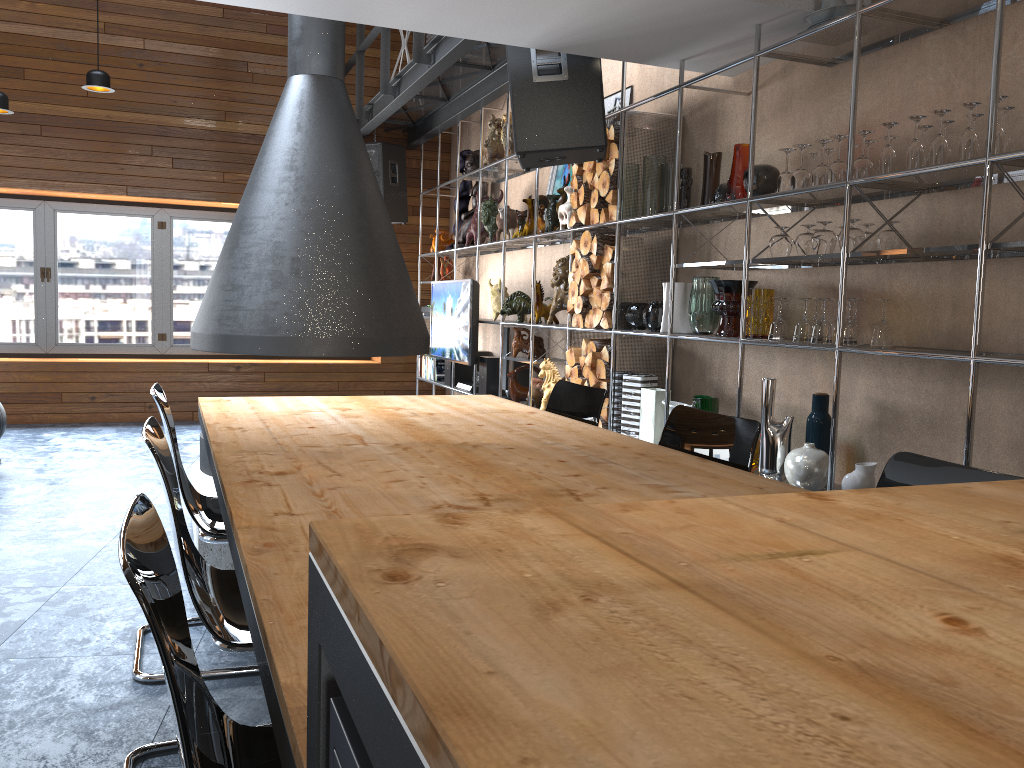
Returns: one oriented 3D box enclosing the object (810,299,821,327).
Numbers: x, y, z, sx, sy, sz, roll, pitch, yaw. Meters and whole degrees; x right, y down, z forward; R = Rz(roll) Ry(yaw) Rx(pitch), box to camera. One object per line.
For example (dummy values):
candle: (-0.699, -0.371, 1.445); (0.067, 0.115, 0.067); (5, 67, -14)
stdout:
object: (1.224, -0.258, 3.584); (0.081, 0.170, 0.081); (2, 5, 5)

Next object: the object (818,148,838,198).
object: (1.239, -0.825, 3.482); (0.071, 0.184, 0.070); (6, 7, 45)

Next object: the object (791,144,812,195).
object: (1.111, -0.823, 3.409); (0.071, 0.184, 0.070); (6, 7, 45)

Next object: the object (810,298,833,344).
object: (1.166, -0.237, 3.329); (0.081, 0.170, 0.081); (-1, 5, -25)

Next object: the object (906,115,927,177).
object: (1.320, -0.776, 2.903); (0.060, 0.191, 0.060); (2, 5, 5)

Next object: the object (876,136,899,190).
object: (1.359, -0.799, 3.210); (0.071, 0.184, 0.070); (6, 7, 45)

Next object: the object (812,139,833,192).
object: (1.158, -0.813, 3.310); (0.071, 0.184, 0.070); (6, 7, 45)

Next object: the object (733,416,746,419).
object: (0.945, 0.258, 3.928); (0.157, 0.219, 0.161); (4, 5, 25)

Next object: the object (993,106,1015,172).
object: (1.520, -0.758, 2.752); (0.060, 0.191, 0.060); (2, 5, 5)

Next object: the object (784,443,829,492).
object: (1.143, 0.323, 3.422); (0.177, 0.188, 0.177); (3, 5, 20)

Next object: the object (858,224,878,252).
object: (1.328, -0.535, 3.324); (0.092, 0.124, 0.092); (2, 5, 5)

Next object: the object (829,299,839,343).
object: (1.272, -0.246, 3.470); (0.081, 0.170, 0.081); (-1, 5, -25)

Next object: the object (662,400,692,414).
object: (0.806, 0.209, 4.290); (0.171, 0.245, 0.146); (2, 5, 9)

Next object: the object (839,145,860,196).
object: (1.290, -0.817, 3.396); (0.071, 0.184, 0.070); (6, 7, 45)

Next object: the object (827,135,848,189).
object: (1.185, -0.805, 3.219); (0.071, 0.184, 0.070); (6, 7, 45)

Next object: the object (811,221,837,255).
object: (1.157, -0.537, 3.286); (0.092, 0.124, 0.092); (2, 5, 5)

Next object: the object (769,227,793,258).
object: (1.070, -0.560, 3.526); (0.092, 0.124, 0.092); (2, 5, 5)

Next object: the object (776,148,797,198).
object: (1.083, -0.832, 3.500); (0.071, 0.184, 0.070); (6, 7, 45)

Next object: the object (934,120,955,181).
object: (1.440, -0.778, 2.961); (0.060, 0.191, 0.060); (2, 5, 5)

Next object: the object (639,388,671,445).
object: (0.719, 0.170, 4.461); (0.092, 0.287, 0.148); (0, 5, -21)

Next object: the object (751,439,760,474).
object: (0.996, 0.288, 3.773); (0.145, 0.188, 0.145); (-1, 6, -29)

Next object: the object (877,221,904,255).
object: (1.371, -0.525, 3.212); (0.092, 0.124, 0.092); (2, 5, 5)

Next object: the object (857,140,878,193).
object: (1.319, -0.807, 3.294); (0.071, 0.184, 0.070); (6, 7, 45)

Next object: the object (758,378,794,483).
object: (1.075, 0.189, 3.601); (0.129, 0.420, 0.129); (0, 5, -18)

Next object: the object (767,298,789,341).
object: (1.070, -0.259, 3.554); (0.081, 0.170, 0.081); (2, 5, 5)

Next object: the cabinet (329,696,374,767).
cabinet: (0.256, 0.656, 0.419); (0.578, 0.828, 0.701); (0, 5, -21)

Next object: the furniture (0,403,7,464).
furniture: (-3.445, 0.283, 5.642); (0.402, 0.462, 0.401); (3, 5, 19)

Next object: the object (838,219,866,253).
object: (1.219, -0.526, 3.182); (0.092, 0.124, 0.092); (2, 5, 5)

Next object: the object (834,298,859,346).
object: (1.209, -0.225, 3.194); (0.081, 0.170, 0.081); (2, 5, 5)

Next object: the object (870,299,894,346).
object: (1.355, -0.224, 3.240); (0.081, 0.170, 0.081); (2, 5, 5)

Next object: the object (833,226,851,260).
object: (1.283, -0.547, 3.440); (0.092, 0.124, 0.092); (2, 5, 5)

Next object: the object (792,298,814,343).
object: (1.131, -0.247, 3.433); (0.081, 0.170, 0.081); (-1, 5, -25)

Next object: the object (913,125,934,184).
object: (1.408, -0.786, 3.043); (0.060, 0.191, 0.060); (2, 5, 5)

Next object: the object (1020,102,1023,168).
object: (1.556, -0.749, 2.658); (0.060, 0.191, 0.060); (2, 5, 5)

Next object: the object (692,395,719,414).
object: (0.888, 0.203, 4.096); (0.125, 0.295, 0.130); (2, 5, 4)

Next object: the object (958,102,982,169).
object: (1.395, -0.758, 2.710); (0.060, 0.191, 0.060); (2, 5, 5)

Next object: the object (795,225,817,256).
object: (1.141, -0.549, 3.421); (0.092, 0.124, 0.092); (2, 5, 5)

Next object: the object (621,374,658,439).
object: (0.665, 0.124, 4.641); (0.140, 0.347, 0.139); (-3, 6, -41)

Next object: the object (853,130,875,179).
object: (1.237, -0.795, 3.128); (0.071, 0.184, 0.070); (6, 7, 45)

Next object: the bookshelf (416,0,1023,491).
bookshelf: (1.284, -2.262, 3.251); (0.421, 6.218, 10.740); (0, 5, -21)

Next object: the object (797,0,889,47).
object: (1.259, -1.378, 3.319); (0.322, 0.164, 0.312); (-1, 6, -33)

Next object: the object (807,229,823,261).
object: (1.228, -0.560, 3.582); (0.092, 0.124, 0.092); (2, 5, 5)

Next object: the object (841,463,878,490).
object: (1.294, 0.361, 3.306); (0.100, 0.142, 0.102); (-3, 6, -41)

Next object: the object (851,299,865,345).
object: (1.297, -0.236, 3.362); (0.081, 0.170, 0.081); (-1, 5, -25)

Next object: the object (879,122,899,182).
object: (1.277, -0.787, 3.014); (0.060, 0.191, 0.060); (2, 5, 5)

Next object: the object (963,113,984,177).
object: (1.480, -0.768, 2.856); (0.060, 0.191, 0.060); (3, 5, 15)

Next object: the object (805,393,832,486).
object: (1.230, 0.222, 3.560); (0.099, 0.372, 0.099); (4, 5, 27)

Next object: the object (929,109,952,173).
object: (1.355, -0.768, 2.813); (0.060, 0.191, 0.060); (2, 5, 5)

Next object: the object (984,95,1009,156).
object: (1.428, -0.749, 2.623); (0.060, 0.191, 0.060); (2, 5, 5)
